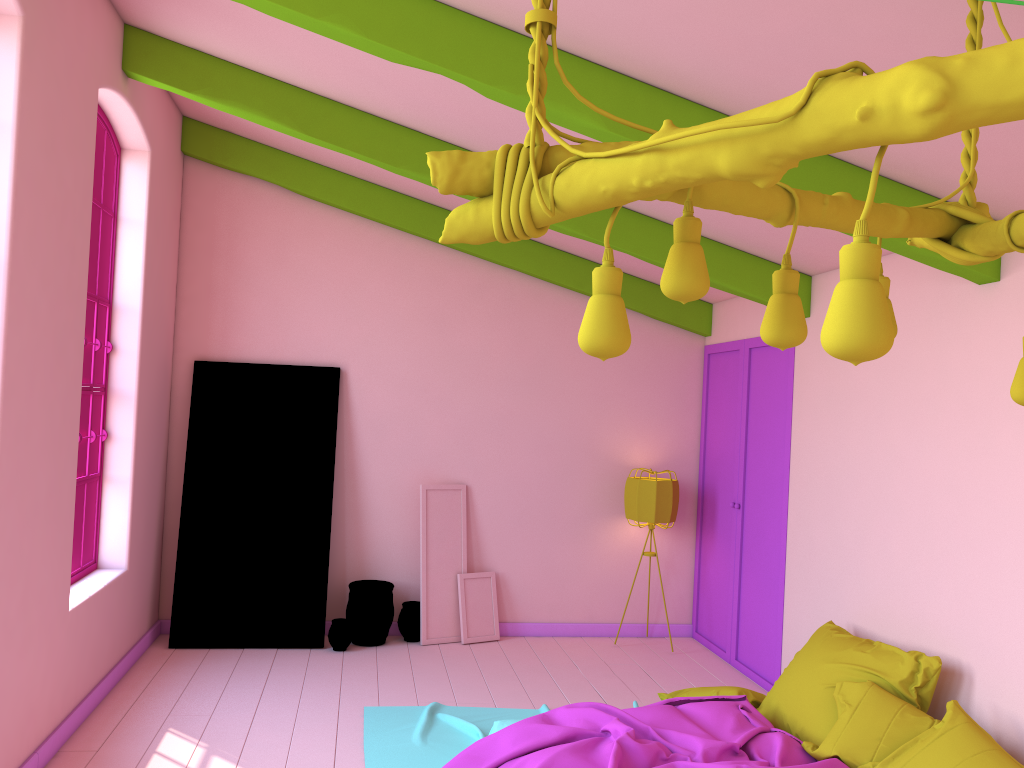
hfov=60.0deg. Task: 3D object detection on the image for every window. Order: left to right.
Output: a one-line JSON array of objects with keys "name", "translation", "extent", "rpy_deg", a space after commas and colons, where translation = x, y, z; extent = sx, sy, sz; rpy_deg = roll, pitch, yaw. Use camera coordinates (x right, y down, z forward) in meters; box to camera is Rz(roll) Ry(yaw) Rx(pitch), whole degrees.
[{"name": "window", "translation": [-2.655, -0.262, 5.461], "extent": [0.072, 3.046, 1.275], "rpy_deg": [3, -1, -9]}]

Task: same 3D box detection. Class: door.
[{"name": "door", "translation": [-2.004, 0.933, 7.008], "extent": [1.153, 2.210, 0.450], "rpy_deg": [3, -1, -9]}, {"name": "door", "translation": [1.795, 0.937, 7.020], "extent": [0.108, 2.590, 1.677], "rpy_deg": [3, -1, -9]}]

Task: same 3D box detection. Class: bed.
[{"name": "bed", "translation": [0.705, 1.831, 4.084], "extent": [2.802, 0.514, 3.577], "rpy_deg": [3, -2, -10]}]

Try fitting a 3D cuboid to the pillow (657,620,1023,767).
[{"name": "pillow", "translation": [1.743, 1.730, 4.519], "extent": [0.848, 0.822, 2.617], "rpy_deg": [3, -2, -20]}]

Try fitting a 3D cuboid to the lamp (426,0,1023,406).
[{"name": "lamp", "translation": [0.934, -1.049, 1.481], "extent": [1.611, 2.264, 1.775], "rpy_deg": [3, -1, -28]}]

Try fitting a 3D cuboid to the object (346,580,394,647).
[{"name": "object", "translation": [-1.141, 1.840, 7.130], "extent": [0.386, 0.471, 0.386], "rpy_deg": [2, -1, 33]}]

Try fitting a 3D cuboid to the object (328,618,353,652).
[{"name": "object", "translation": [-1.329, 1.948, 6.875], "extent": [0.199, 0.234, 0.199], "rpy_deg": [4, -2, -42]}]

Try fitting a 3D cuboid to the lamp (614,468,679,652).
[{"name": "lamp", "translation": [1.174, 1.450, 7.460], "extent": [0.491, 1.466, 0.476], "rpy_deg": [2, -1, 21]}]

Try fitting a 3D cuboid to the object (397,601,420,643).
[{"name": "object", "translation": [-0.809, 1.948, 7.259], "extent": [0.260, 0.306, 0.260], "rpy_deg": [2, -1, 23]}]
